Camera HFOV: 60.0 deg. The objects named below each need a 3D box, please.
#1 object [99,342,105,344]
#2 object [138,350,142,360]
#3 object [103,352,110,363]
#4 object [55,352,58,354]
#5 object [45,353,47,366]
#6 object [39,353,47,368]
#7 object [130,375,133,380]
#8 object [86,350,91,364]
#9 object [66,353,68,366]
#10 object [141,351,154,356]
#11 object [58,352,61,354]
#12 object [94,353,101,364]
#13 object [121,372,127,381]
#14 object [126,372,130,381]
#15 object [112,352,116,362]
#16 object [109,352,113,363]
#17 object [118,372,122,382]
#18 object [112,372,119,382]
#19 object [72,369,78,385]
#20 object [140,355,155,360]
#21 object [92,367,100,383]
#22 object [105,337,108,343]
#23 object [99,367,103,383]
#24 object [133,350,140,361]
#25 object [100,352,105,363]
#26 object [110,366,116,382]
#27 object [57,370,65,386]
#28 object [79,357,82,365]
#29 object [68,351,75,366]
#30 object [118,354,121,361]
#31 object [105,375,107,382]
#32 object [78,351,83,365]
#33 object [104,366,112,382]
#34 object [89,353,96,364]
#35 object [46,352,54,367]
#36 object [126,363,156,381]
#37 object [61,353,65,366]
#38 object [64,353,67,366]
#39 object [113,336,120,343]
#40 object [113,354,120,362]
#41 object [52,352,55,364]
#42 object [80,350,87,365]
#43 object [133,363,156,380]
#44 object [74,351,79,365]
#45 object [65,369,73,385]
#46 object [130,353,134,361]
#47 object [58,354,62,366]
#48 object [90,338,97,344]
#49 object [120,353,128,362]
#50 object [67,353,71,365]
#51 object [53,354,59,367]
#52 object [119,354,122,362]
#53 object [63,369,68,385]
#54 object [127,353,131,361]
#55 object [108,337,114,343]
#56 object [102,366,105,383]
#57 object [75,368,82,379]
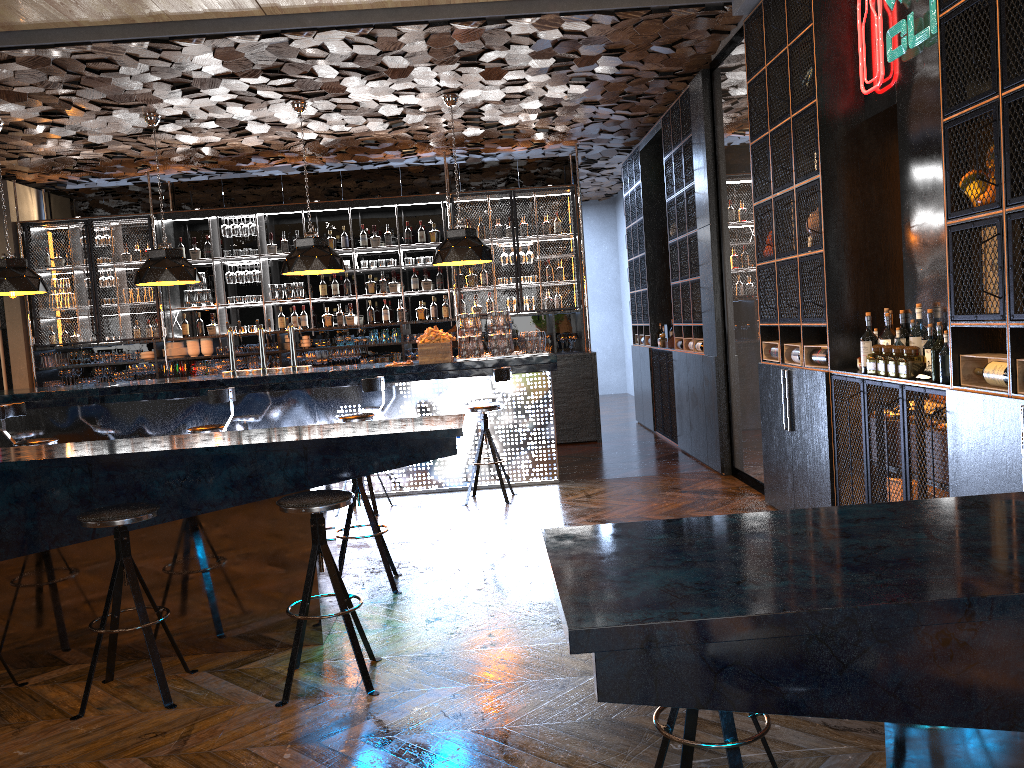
[{"bbox_3d":[-5.015,-0.532,10.844,0.077,0.080,0.077,-5,4,-16],"label":"object"},{"bbox_3d":[-4.606,-0.356,10.972,0.074,0.131,0.074,-3,4,11],"label":"object"},{"bbox_3d":[-4.889,-0.318,10.701,0.074,0.131,0.074,-3,4,11],"label":"object"},{"bbox_3d":[-5.594,-0.303,10.873,0.067,0.174,0.067,-7,5,-41],"label":"object"},{"bbox_3d":[-5.658,-0.291,10.768,0.067,0.174,0.067,-1,5,39],"label":"object"},{"bbox_3d":[-5.658,-0.286,10.693,0.067,0.174,0.067,-4,4,7],"label":"object"},{"bbox_3d":[-4.716,-0.087,10.982,0.074,0.146,0.065,-3,4,21],"label":"object"},{"bbox_3d":[-5.219,-0.329,10.910,0.087,0.170,0.087,-7,5,-41],"label":"object"},{"bbox_3d":[-5.507,-0.301,10.929,0.051,0.152,0.058,-2,4,22],"label":"object"},{"bbox_3d":[-4.408,-0.364,10.780,0.211,0.060,0.209,0,5,43],"label":"object"},{"bbox_3d":[-5.597,-0.309,10.960,0.067,0.174,0.067,-1,5,38],"label":"object"},{"bbox_3d":[-5.006,-0.311,10.710,0.081,0.132,0.081,-6,5,-30],"label":"object"},{"bbox_3d":[-4.713,-0.073,10.773,0.074,0.146,0.065,-5,4,-7],"label":"object"},{"bbox_3d":[-4.717,-0.080,10.880,0.065,0.146,0.074,-3,4,21],"label":"object"},{"bbox_3d":[-4.893,-0.329,10.875,0.074,0.131,0.074,-3,4,11],"label":"object"},{"bbox_3d":[-4.889,-0.324,10.788,0.074,0.131,0.074,-3,4,11],"label":"object"},{"bbox_3d":[-4.813,-0.072,10.869,0.065,0.146,0.074,-3,4,11],"label":"object"},{"bbox_3d":[-4.808,-0.066,10.766,0.074,0.146,0.065,-6,4,-25],"label":"object"},{"bbox_3d":[-5.340,-0.072,10.815,0.091,0.227,0.091,-7,5,-38],"label":"object"},{"bbox_3d":[-4.406,-0.323,10.783,0.211,0.060,0.209,-8,5,-42],"label":"object"},{"bbox_3d":[-5.014,-0.088,10.704,0.088,0.229,0.077,-3,4,12],"label":"object"},{"bbox_3d":[-5.056,-0.540,11.002,0.077,0.080,0.077,-1,5,38],"label":"object"},{"bbox_3d":[-5.016,-0.094,10.795,0.088,0.229,0.077,-8,5,-42],"label":"object"},{"bbox_3d":[-4.571,-0.347,10.797,0.074,0.131,0.074,-3,4,11],"label":"object"},{"bbox_3d":[-5.013,-0.319,10.829,0.081,0.132,0.081,-6,5,-30],"label":"object"},{"bbox_3d":[-4.916,-0.110,10.917,0.088,0.229,0.077,-4,4,0],"label":"object"},{"bbox_3d":[-5.433,-0.058,10.711,0.091,0.227,0.091,-7,5,-39],"label":"object"},{"bbox_3d":[-5.309,-0.323,10.919,0.087,0.170,0.087,-7,5,-41],"label":"object"},{"bbox_3d":[-5.302,-0.307,10.683,0.087,0.170,0.087,-7,5,-41],"label":"object"},{"bbox_3d":[-4.807,-0.315,10.790,0.078,0.103,0.078,-1,5,41],"label":"object"},{"bbox_3d":[-5.024,-0.106,10.969,0.077,0.229,0.088,-6,4,-27],"label":"object"},{"bbox_3d":[-5.215,-0.319,10.765,0.087,0.170,0.087,-7,5,-41],"label":"object"},{"bbox_3d":[-4.915,-0.101,10.794,0.088,0.229,0.077,-4,4,-2],"label":"object"},{"bbox_3d":[-5.090,-0.309,10.759,0.081,0.132,0.081,-6,5,-30],"label":"object"},{"bbox_3d":[-5.579,-0.292,10.707,0.067,0.174,0.067,-1,5,37],"label":"object"},{"bbox_3d":[-4.490,-0.132,10.819,0.376,0.227,0.186,-4,4,-3],"label":"object"},{"bbox_3d":[-5.491,-0.295,10.811,0.058,0.152,0.051,-7,5,-40],"label":"object"},{"bbox_3d":[-5.490,-0.299,10.870,0.051,0.152,0.058,-2,4,25],"label":"object"},{"bbox_3d":[-4.847,-0.547,10.879,0.077,0.080,0.077,-5,4,-13],"label":"object"},{"bbox_3d":[-4.781,-0.311,10.707,0.078,0.103,0.078,-1,5,41],"label":"object"},{"bbox_3d":[-5.589,-0.297,10.783,0.067,0.174,0.067,-2,4,24],"label":"object"},{"bbox_3d":[-5.150,-0.317,10.677,0.087,0.170,0.087,-7,5,-41],"label":"object"},{"bbox_3d":[-4.496,-0.145,11.014,0.376,0.227,0.186,-4,4,-3],"label":"object"},{"bbox_3d":[-5.305,-0.315,10.801,0.087,0.170,0.087,-7,5,-41],"label":"object"},{"bbox_3d":[-5.339,-0.065,10.711,0.091,0.227,0.091,-3,4,21],"label":"object"},{"bbox_3d":[-4.718,-0.332,10.968,0.078,0.099,0.078,-7,5,-34],"label":"object"},{"bbox_3d":[-5.493,-0.290,10.750,0.058,0.152,0.051,-4,4,2],"label":"object"},{"bbox_3d":[-5.119,-0.525,10.853,0.077,0.080,0.077,-1,5,38],"label":"object"},{"bbox_3d":[-4.681,-0.316,10.702,0.078,0.099,0.078,-7,5,-34],"label":"object"},{"bbox_3d":[-5.506,-0.306,10.987,0.051,0.152,0.058,-7,5,-41],"label":"object"},{"bbox_3d":[-5.496,-0.286,10.691,0.051,0.152,0.058,-4,4,3],"label":"object"},{"bbox_3d":[-4.812,-0.321,10.881,0.078,0.103,0.078,-1,5,41],"label":"object"},{"bbox_3d":[-5.434,-0.066,10.819,0.091,0.227,0.091,-1,5,38],"label":"object"},{"bbox_3d":[-4.719,-0.326,10.884,0.078,0.099,0.078,-7,5,-34],"label":"object"},{"bbox_3d":[-4.940,-0.543,10.931,0.077,0.080,0.077,-7,5,-36],"label":"object"},{"bbox_3d":[-5.022,-0.100,10.877,0.077,0.229,0.088,-3,4,14],"label":"object"},{"bbox_3d":[-5.340,-0.080,10.931,0.091,0.227,0.091,-7,5,-39],"label":"object"}]
